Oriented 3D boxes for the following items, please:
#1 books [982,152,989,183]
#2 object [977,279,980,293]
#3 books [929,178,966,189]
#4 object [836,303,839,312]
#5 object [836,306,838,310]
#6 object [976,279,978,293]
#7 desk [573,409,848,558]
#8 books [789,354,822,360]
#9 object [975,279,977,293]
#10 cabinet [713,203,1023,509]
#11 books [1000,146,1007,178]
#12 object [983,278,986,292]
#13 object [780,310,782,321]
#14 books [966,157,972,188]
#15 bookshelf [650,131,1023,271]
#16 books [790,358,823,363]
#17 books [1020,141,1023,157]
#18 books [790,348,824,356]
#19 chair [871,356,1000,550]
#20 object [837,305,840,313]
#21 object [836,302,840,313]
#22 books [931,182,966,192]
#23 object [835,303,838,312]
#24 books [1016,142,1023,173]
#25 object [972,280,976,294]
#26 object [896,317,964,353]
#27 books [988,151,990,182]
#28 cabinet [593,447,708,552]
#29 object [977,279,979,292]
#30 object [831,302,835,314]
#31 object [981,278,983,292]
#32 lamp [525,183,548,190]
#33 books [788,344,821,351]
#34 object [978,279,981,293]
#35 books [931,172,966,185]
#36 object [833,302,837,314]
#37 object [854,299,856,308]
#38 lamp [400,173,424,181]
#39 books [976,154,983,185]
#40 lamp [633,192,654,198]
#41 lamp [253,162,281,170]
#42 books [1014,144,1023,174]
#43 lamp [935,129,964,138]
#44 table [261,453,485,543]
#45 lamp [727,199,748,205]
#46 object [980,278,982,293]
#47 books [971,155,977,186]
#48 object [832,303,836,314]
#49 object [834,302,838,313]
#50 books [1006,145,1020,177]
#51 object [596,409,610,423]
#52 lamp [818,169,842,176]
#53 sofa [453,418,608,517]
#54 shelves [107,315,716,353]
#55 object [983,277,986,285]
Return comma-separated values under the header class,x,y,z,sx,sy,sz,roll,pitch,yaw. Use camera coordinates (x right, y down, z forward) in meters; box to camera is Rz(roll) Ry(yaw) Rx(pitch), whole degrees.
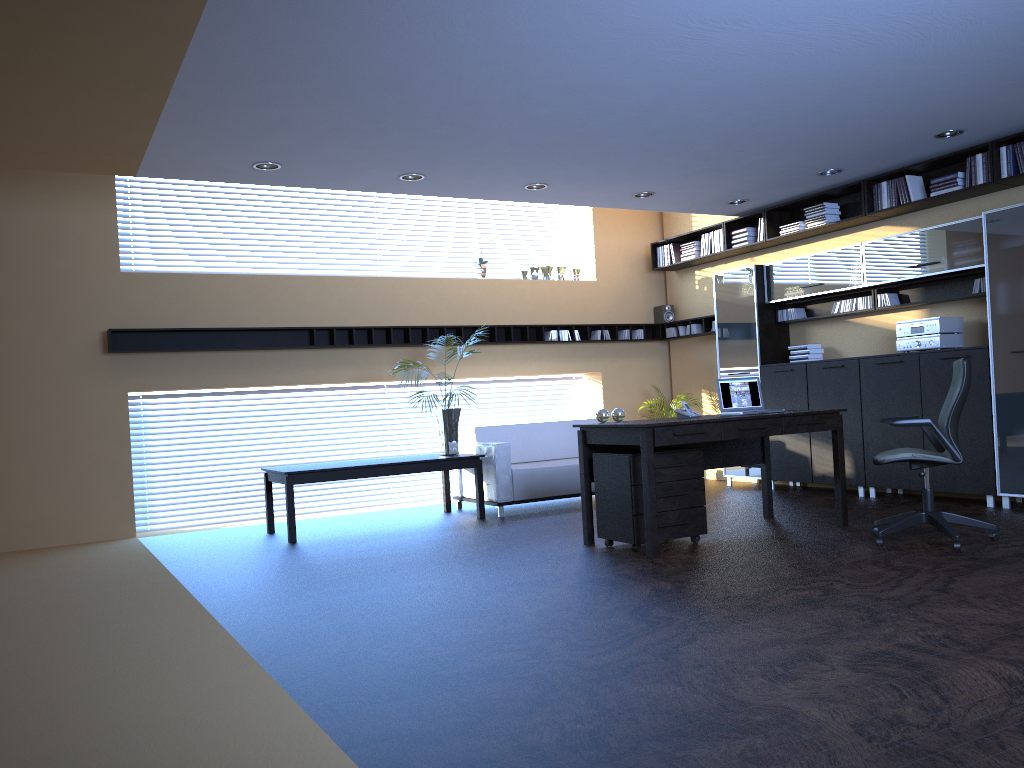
class,x,y,z,sx,sy,sz,roll,pitch,yaw
books,3.977,-1.778,7.337,0.207,0.258,0.050,-3,0,-28
object,4.008,-0.834,7.532,0.140,0.117,0.026,-3,0,-29
books,3.800,-1.730,7.684,0.207,0.031,0.258,-3,-1,-29
object,3.301,-0.764,8.858,0.140,0.110,0.055,-3,0,-28
object,3.302,-0.764,8.859,0.142,0.113,0.059,-3,0,-29
object,4.006,-0.833,7.554,0.142,0.120,0.030,-3,0,-28
desk,1.525,0.690,6.658,1.893,0.890,0.914,-3,-1,-28
books,3.055,-0.280,9.218,0.207,0.050,0.258,-3,-1,-28
object,4.001,-0.833,7.563,0.142,0.120,0.030,-3,0,-28
cabinet,3.446,-0.141,8.403,0.490,2.399,3.879,-3,-1,-28
books,4.048,-1.785,7.199,0.207,0.258,0.050,-3,0,-29
object,4.028,-0.836,7.484,0.142,0.120,0.009,-3,0,-29
object,2.937,-0.733,9.525,0.142,0.120,0.009,-3,0,-28
books,3.906,-1.771,7.478,0.207,0.260,0.055,-3,0,-28
bookshelf,3.123,-1.715,8.959,0.361,0.340,5.128,-3,-1,-28
books,3.058,-0.229,9.207,0.207,0.050,0.258,-3,-1,-28
books,4.138,-1.793,7.043,0.207,0.259,0.075,-3,0,-28
books,3.066,-0.332,9.212,0.207,0.050,0.258,-3,-1,-28
chair,2.804,0.439,5.935,0.769,1.215,0.832,-3,0,18
object,3.310,-0.764,8.852,0.142,0.113,0.059,-3,0,-28
object,3.304,-0.764,8.848,0.140,0.110,0.055,-3,0,-28
books,3.808,-1.699,7.673,0.207,0.031,0.258,-3,-1,-28
object,3.293,-0.763,8.865,0.140,0.110,0.055,-3,0,-28
books,4.119,-1.791,7.069,0.207,0.259,0.075,-3,0,-29
object,3.994,-0.831,7.576,0.142,0.118,0.040,-3,0,-28
object,3.692,-0.432,7.849,0.363,0.282,0.430,-3,-1,-28
books,4.001,-1.780,7.291,0.207,0.258,0.050,-3,0,-28
cabinet,1.004,0.819,6.388,0.634,0.680,0.500,-3,0,-28
object,4.011,-0.834,7.545,0.142,0.120,0.030,-3,0,-28
object,3.272,-0.761,8.900,0.142,0.113,0.059,-3,0,-29
object,4.024,-0.836,7.505,0.140,0.118,0.006,-3,0,-28
lamp,0.216,-1.831,8.030,0.209,0.096,0.208,-4,-1,32
books,3.044,-0.382,9.225,0.207,0.050,0.258,-3,-1,-29
object,4.015,-0.834,7.535,0.142,0.120,0.030,-3,0,-29
books,3.801,-1.771,7.661,0.207,0.050,0.258,-3,-1,-28
object,3.286,-0.762,8.885,0.142,0.113,0.059,-3,0,-28
object,3.399,-0.776,8.668,0.140,0.116,0.036,-3,0,-29
lamp,-0.843,-1.783,7.455,0.209,0.096,0.208,-4,-1,32
books,3.952,-1.776,7.383,0.207,0.258,0.050,-3,0,-29
lamp,1.275,-1.880,8.604,0.209,0.096,0.208,-4,-1,44
lamp,-1.903,-1.735,6.881,0.209,0.096,0.208,-3,-1,-28
books,4.122,-1.791,7.107,0.207,0.259,0.075,-3,0,-28
lamp,3.481,-2.037,7.058,0.208,0.096,0.209,-3,-1,-34
table,-1.282,1.027,8.319,1.893,0.603,0.898,-3,-1,-28
lamp,2.334,-1.928,9.179,0.208,0.096,0.209,-3,-1,-10
object,4.024,-0.835,7.516,0.142,0.120,0.009,-3,0,-29
books,3.934,-1.774,7.432,0.207,0.258,0.050,-3,0,-28
object,3.286,-0.762,8.896,0.142,0.113,0.059,-3,0,-28
object,3.291,-0.763,8.876,0.142,0.113,0.059,-3,0,-28
books,4.073,-1.787,7.153,0.207,0.258,0.050,-3,0,-29
object,0.682,0.239,6.669,0.105,0.105,0.105,-3,0,-9
lamp,2.908,-1.982,8.118,0.208,0.096,0.209,-3,-1,-34
sofa,0.508,0.821,9.299,2.055,0.848,1.015,-3,-1,-28
shelves,-0.624,-0.557,9.420,6.618,0.213,1.250,-3,-1,-28
object,4.031,-0.836,7.485,0.142,0.124,0.009,-3,0,-28
